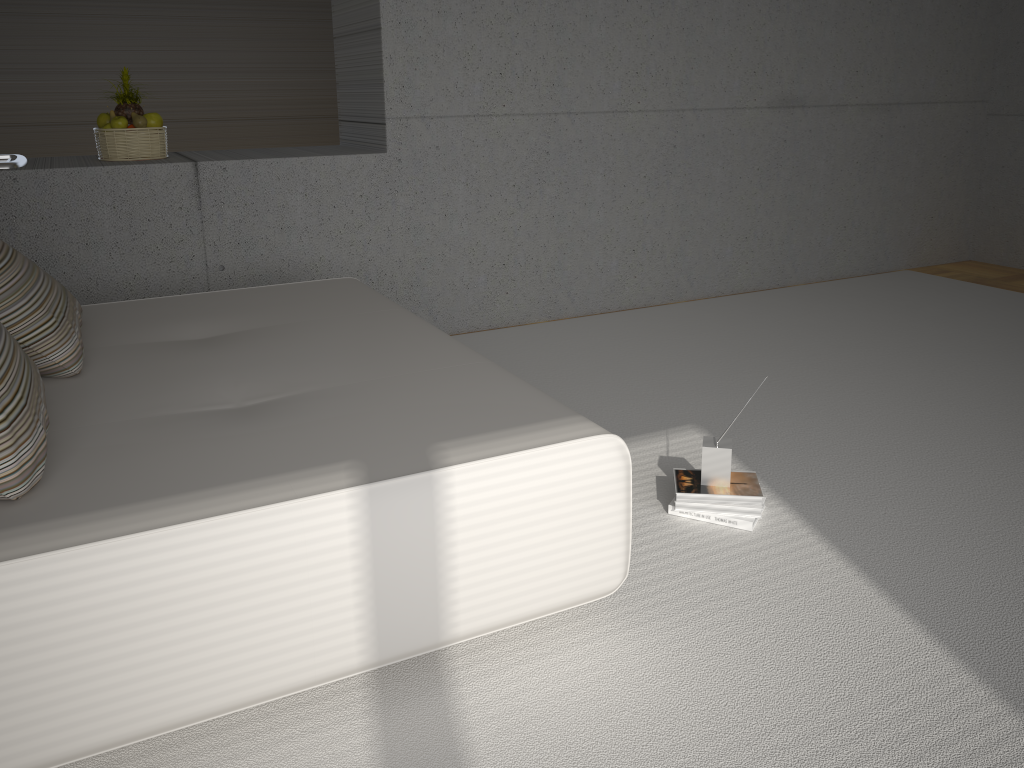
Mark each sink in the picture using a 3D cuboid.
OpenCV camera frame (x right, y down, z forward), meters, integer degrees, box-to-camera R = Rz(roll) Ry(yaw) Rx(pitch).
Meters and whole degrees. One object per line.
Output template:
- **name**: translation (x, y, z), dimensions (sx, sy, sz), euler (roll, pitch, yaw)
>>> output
- **sink**: translation (-3.058, -0.987, 3.803), dimensions (1.710, 0.529, 0.779), euler (-10, 19, -25)

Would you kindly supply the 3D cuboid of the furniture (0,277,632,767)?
- **furniture**: translation (-0.898, 0.182, 2.764), dimensions (1.619, 0.512, 2.205), euler (-10, 20, -25)

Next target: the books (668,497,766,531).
- **books**: translation (0.657, 0.389, 2.827), dimensions (0.266, 0.031, 0.192), euler (9, 21, 27)

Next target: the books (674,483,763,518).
- **books**: translation (0.657, 0.359, 2.820), dimensions (0.265, 0.031, 0.193), euler (3, 19, 12)

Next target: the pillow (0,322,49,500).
- **pillow**: translation (-1.335, -0.115, 1.962), dimensions (0.492, 0.598, 0.814), euler (-9, 19, -26)

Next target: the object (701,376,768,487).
- **object**: translation (0.695, 0.137, 2.769), dimensions (0.186, 0.359, 0.092), euler (3, 15, 14)

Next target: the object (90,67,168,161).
- **object**: translation (-1.872, -1.326, 4.326), dimensions (0.336, 0.433, 0.373), euler (-14, 21, -39)

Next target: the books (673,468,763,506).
- **books**: translation (0.652, 0.327, 2.817), dimensions (0.264, 0.031, 0.193), euler (2, 18, 8)

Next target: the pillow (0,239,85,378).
- **pillow**: translation (-1.671, -0.316, 2.739), dimensions (0.580, 0.507, 0.820), euler (-9, 19, -24)
